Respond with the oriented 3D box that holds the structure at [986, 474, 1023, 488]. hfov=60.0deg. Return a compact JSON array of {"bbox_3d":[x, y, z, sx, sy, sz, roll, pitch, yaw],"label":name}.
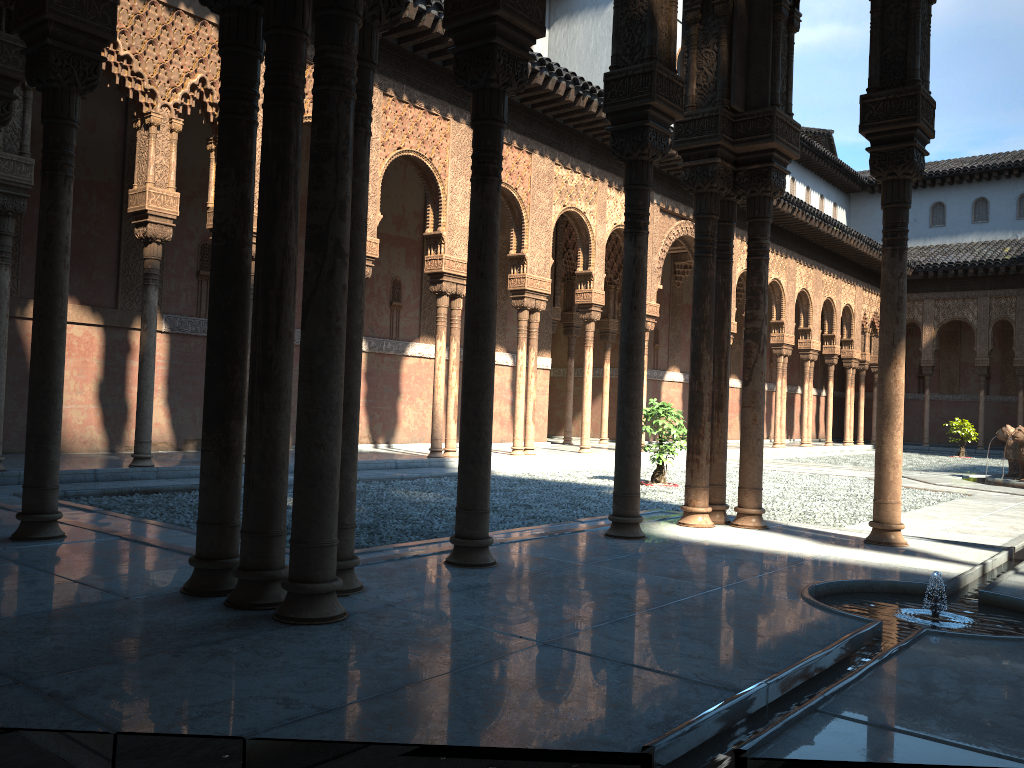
[{"bbox_3d":[10.822,0.980,15.284,4.508,1.991,4.508,1,-2,39],"label":"structure"}]
